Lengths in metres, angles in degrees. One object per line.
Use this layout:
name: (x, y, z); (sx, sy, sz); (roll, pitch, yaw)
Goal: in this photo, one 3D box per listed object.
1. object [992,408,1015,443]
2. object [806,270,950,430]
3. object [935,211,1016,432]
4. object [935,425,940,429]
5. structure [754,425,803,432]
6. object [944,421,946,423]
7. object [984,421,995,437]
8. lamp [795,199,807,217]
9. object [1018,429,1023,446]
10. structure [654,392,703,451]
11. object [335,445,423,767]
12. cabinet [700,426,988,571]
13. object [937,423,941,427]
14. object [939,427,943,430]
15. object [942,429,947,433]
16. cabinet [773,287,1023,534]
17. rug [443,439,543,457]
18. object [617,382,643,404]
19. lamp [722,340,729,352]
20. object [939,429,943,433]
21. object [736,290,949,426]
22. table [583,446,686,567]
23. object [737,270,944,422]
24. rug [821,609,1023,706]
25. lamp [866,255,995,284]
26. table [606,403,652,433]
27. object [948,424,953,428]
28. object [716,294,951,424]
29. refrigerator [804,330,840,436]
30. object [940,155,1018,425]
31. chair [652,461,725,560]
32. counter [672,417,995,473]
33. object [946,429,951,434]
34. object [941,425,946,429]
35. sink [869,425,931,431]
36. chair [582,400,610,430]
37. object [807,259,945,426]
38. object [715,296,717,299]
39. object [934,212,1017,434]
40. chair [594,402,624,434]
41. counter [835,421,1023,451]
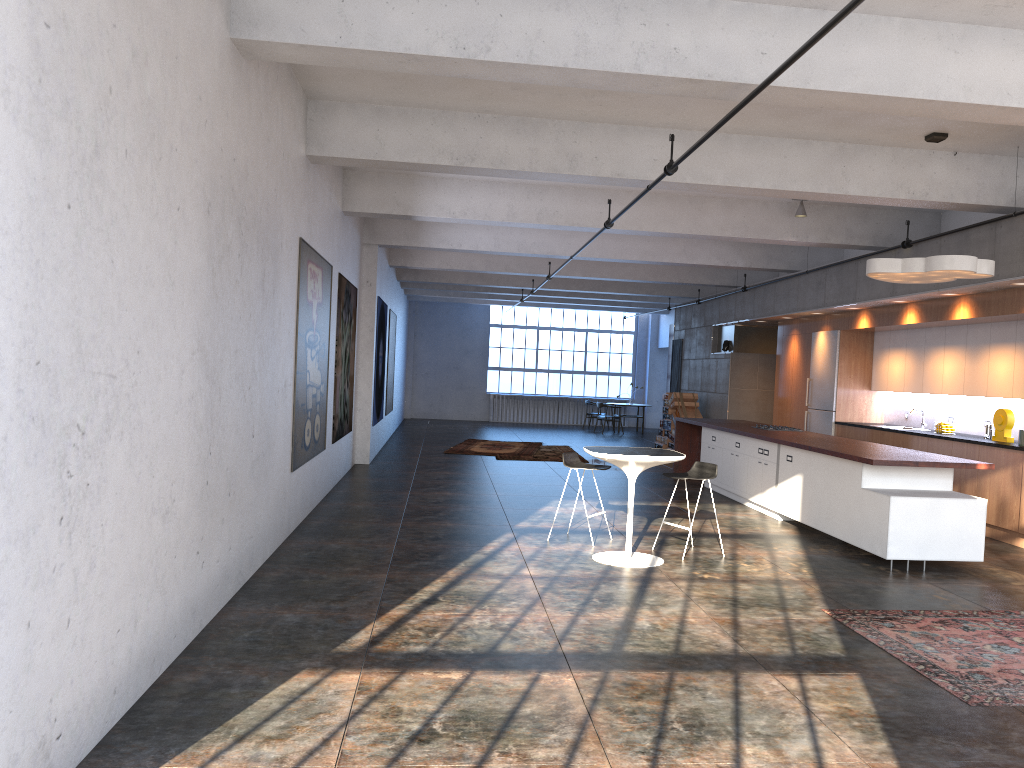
object: (5.587, 0.470, 10.070); (0.100, 0.381, 0.273); (2, 2, -5)
object: (5.571, 0.556, 11.332); (0.052, 0.053, 0.062); (3, 1, 1)
object: (5.190, -0.521, 9.995); (0.057, 2.311, 2.944); (3, 1, 14)
object: (4.983, -0.576, 12.407); (0.054, 2.229, 2.367); (1, 2, -29)
structure: (3.606, 0.612, 12.051); (0.514, 0.072, 0.637); (3, 1, -5)
object: (4.722, -0.662, 16.137); (0.059, 2.166, 9.813); (2, 1, -11)
object: (5.797, 0.549, 10.731); (0.060, 0.210, 0.143); (2, 2, -5)
lamp: (3.709, -2.259, 11.352); (0.153, 0.216, 0.159); (4, 2, 32)
object: (5.499, 0.576, 9.428); (0.186, 0.170, 0.194); (4, 2, 43)
structure: (3.497, 0.820, 18.816); (0.641, 1.316, 1.903); (2, 1, -5)
object: (4.131, 1.722, 14.256); (19.835, 0.001, 27.064); (3, 1, -5)
cabinet: (3.480, 1.150, 10.509); (0.926, 0.930, 5.620); (3, 1, -5)
object: (4.807, -0.619, 14.643); (0.054, 2.170, 6.796); (2, 1, -13)
object: (5.541, 0.584, 11.452); (0.053, 0.053, 0.061); (2, 1, -24)
object: (5.528, 0.600, 11.322); (0.051, 0.057, 0.061); (4, 2, 31)
cabinet: (6.255, 0.255, 12.213); (2.390, 2.564, 8.065); (2, 1, -5)
rug: (-0.289, 1.285, 18.113); (1.871, 0.048, 3.530); (3, 1, 4)
object: (3.374, 0.262, 25.304); (0.777, 0.625, 0.238); (3, 2, -4)
lamp: (4.276, -0.745, 17.639); (0.215, 0.259, 0.168); (2, 2, -24)
object: (5.504, 0.604, 11.373); (0.062, 0.053, 0.053); (2, 1, -18)
object: (5.554, 0.511, 11.321); (0.063, 0.051, 0.052); (2, 1, -13)
table: (1.029, 1.055, 7.678); (0.832, 0.952, 0.825); (2, 2, -6)
object: (5.589, 0.508, 11.454); (0.058, 0.060, 0.051); (3, 2, 29)
rug: (3.690, 1.669, 5.584); (2.898, 0.029, 1.845); (3, 1, -6)
lamp: (3.956, -1.071, 8.348); (1.056, 0.130, 1.029); (3, 1, 41)
table: (3.336, 1.003, 25.343); (1.282, 0.852, 1.337); (4, 2, 38)
object: (5.624, 0.537, 11.349); (0.052, 0.052, 0.063); (4, 2, 42)
object: (5.632, 0.525, 11.407); (0.062, 0.053, 0.052); (4, 2, 42)
refrigerator: (4.962, 0.266, 14.044); (0.221, 2.192, 0.949); (2, 2, -7)
object: (5.507, 0.512, 11.344); (0.057, 0.060, 0.053); (3, 2, 17)
chair: (1.623, 1.166, 8.077); (0.514, 0.896, 0.455); (2, 2, -29)
counter: (3.445, 1.109, 11.116); (1.147, 0.972, 6.622); (3, 1, -5)
object: (5.587, 0.608, 11.340); (0.065, 0.063, 0.072); (1, 2, -40)
object: (6.522, -0.570, 17.112); (0.061, 2.211, 11.878); (3, 1, 9)
sink: (5.373, 0.702, 12.292); (0.525, 0.192, 0.726); (3, 1, -5)
chair: (2.449, 0.906, 25.684); (0.663, 0.865, 0.738); (3, 2, 21)
object: (5.533, 0.550, 11.371); (0.050, 0.053, 0.065); (4, 2, 32)
object: (5.607, 0.571, 11.393); (0.061, 0.053, 0.052); (4, 2, 37)
object: (6.621, 1.022, 17.849); (0.945, 1.215, 13.228); (3, 1, 6)
chair: (2.665, 0.937, 24.302); (0.682, 0.865, 0.718); (2, 2, -19)
counter: (5.914, 0.669, 11.443); (1.614, 0.039, 4.438); (3, 1, -5)
